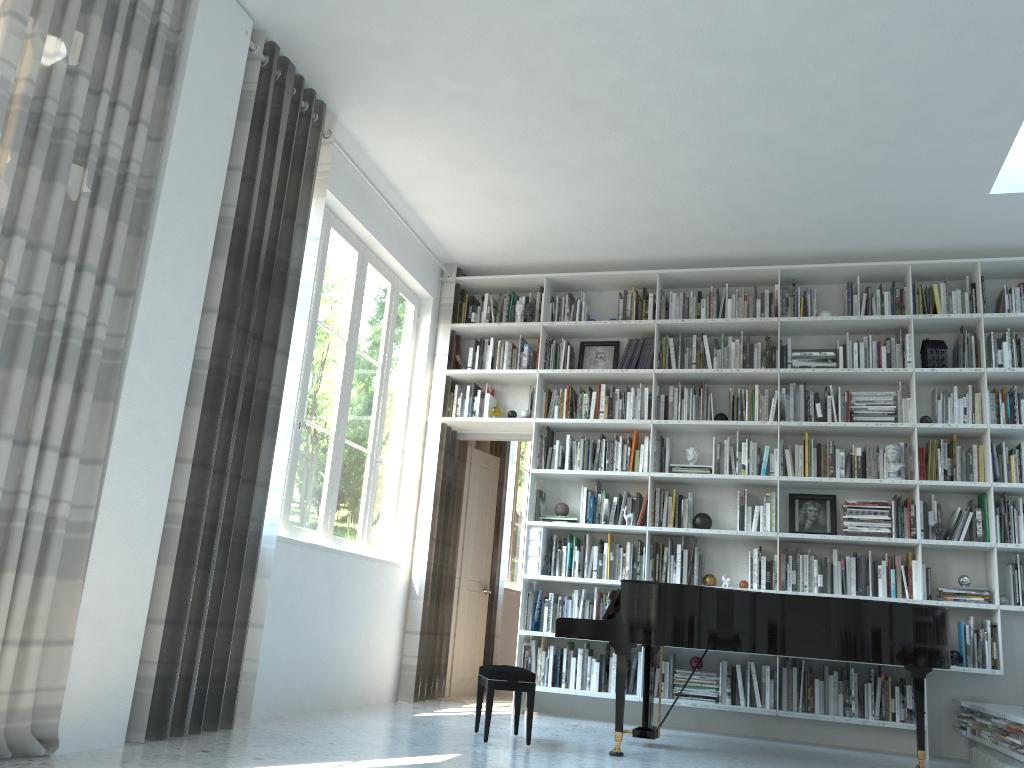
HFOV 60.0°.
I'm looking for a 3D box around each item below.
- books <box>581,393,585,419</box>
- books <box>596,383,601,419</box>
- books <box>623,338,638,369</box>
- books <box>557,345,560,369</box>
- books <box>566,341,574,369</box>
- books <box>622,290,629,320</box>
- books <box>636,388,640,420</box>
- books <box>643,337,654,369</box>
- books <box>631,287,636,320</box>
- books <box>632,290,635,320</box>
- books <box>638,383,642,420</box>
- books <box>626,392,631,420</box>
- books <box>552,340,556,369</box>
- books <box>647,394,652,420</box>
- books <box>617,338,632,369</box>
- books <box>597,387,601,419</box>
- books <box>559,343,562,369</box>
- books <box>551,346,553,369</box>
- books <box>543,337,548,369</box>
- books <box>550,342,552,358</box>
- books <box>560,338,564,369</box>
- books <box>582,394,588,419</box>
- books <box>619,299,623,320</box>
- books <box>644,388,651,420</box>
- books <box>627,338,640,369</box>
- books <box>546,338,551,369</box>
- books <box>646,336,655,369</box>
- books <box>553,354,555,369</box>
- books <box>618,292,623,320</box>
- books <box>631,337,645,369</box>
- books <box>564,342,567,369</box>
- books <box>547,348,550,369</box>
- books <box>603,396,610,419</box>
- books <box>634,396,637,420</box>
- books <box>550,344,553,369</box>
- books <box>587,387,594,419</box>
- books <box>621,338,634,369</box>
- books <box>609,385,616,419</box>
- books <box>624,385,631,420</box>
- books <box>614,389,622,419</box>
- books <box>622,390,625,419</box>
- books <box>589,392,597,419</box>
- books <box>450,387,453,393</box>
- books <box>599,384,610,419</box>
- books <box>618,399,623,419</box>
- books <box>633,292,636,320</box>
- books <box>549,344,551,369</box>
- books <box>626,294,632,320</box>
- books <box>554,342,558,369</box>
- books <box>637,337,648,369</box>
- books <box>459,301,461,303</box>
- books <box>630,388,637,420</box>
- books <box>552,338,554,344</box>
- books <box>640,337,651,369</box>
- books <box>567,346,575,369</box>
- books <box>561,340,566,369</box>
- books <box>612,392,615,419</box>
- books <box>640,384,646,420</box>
[{"bbox_3d":[0.533,0.195,6.500,0.011,0.228,0.171,0,-16,17],"label":"books"},{"bbox_3d":[0.638,0.161,6.485,0.014,0.303,0.152,0,-15,17],"label":"books"},{"bbox_3d":[0.874,-0.180,6.502,0.110,0.279,0.174,0,-16,17],"label":"books"},{"bbox_3d":[0.363,-0.157,6.635,0.018,0.218,0.187,0,-16,17],"label":"books"},{"bbox_3d":[0.429,-0.172,6.628,0.012,0.254,0.167,0,-16,17],"label":"books"},{"bbox_3d":[0.854,-0.535,6.610,0.024,0.279,0.188,0,-16,17],"label":"books"},{"bbox_3d":[0.921,0.181,6.401,0.024,0.265,0.155,0,-15,17],"label":"books"},{"bbox_3d":[1.006,-0.180,6.483,0.078,0.285,0.174,0,-15,17],"label":"books"},{"bbox_3d":[0.907,-0.548,6.625,0.014,0.320,0.137,0,-15,17],"label":"books"},{"bbox_3d":[0.915,-0.534,6.603,0.013,0.282,0.167,0,-15,17],"label":"books"},{"bbox_3d":[0.931,0.161,6.373,0.012,0.290,0.183,0,-15,17],"label":"books"},{"bbox_3d":[0.853,0.192,6.395,0.030,0.230,0.173,0,-16,17],"label":"books"},{"bbox_3d":[0.329,-0.175,6.658,0.009,0.259,0.184,0,-16,17],"label":"books"},{"bbox_3d":[1.002,0.199,6.324,0.039,0.201,0.236,0,-16,17],"label":"books"},{"bbox_3d":[0.833,-0.178,6.523,0.110,0.279,0.174,0,-16,17],"label":"books"},{"bbox_3d":[0.649,0.172,6.459,0.023,0.270,0.187,0,-16,17],"label":"books"},{"bbox_3d":[0.378,-0.166,6.645,0.019,0.243,0.154,0,-15,17],"label":"books"},{"bbox_3d":[0.317,-0.156,6.642,0.004,0.213,0.187,0,-16,17],"label":"books"},{"bbox_3d":[0.266,-0.192,6.677,0.005,0.292,0.184,0,-15,17],"label":"books"},{"bbox_3d":[0.308,-0.180,6.676,0.005,0.276,0.147,0,-15,17],"label":"books"},{"bbox_3d":[0.390,-0.184,6.645,0.005,0.280,0.191,0,-16,17],"label":"books"},{"bbox_3d":[0.551,0.199,6.487,0.031,0.216,0.173,0,-16,17],"label":"books"},{"bbox_3d":[0.827,-0.505,6.614,0.028,0.217,0.153,0,-16,17],"label":"books"},{"bbox_3d":[0.976,0.177,6.365,0.035,0.263,0.178,0,-16,17],"label":"books"},{"bbox_3d":[0.901,-0.175,6.512,0.110,0.279,0.174,0,-16,17],"label":"books"},{"bbox_3d":[0.282,-0.185,6.682,0.006,0.286,0.148,0,-15,17],"label":"books"},{"bbox_3d":[1.024,-0.184,6.464,0.078,0.285,0.174,0,-15,17],"label":"books"},{"bbox_3d":[0.340,-0.167,6.663,0.010,0.248,0.166,0,-16,17],"label":"books"},{"bbox_3d":[0.814,-0.530,6.639,0.013,0.277,0.151,0,-15,17],"label":"books"},{"bbox_3d":[0.924,-0.183,6.486,0.097,0.281,0.174,0,-16,17],"label":"books"},{"bbox_3d":[0.419,-0.169,6.632,0.011,0.249,0.168,0,-16,17],"label":"books"},{"bbox_3d":[0.291,-0.145,6.672,0.015,0.206,0.173,0,-16,17],"label":"books"},{"bbox_3d":[0.697,0.206,6.425,0.029,0.195,0.192,0,-16,17],"label":"books"},{"bbox_3d":[0.898,0.207,6.391,0.013,0.205,0.173,0,-16,17],"label":"books"},{"bbox_3d":[0.314,-0.160,6.655,0.009,0.228,0.185,0,-16,17],"label":"books"},{"bbox_3d":[0.576,0.174,6.492,0.014,0.272,0.181,0,-16,17],"label":"books"},{"bbox_3d":[0.858,-0.175,6.525,0.110,0.279,0.174,0,-16,17],"label":"books"},{"bbox_3d":[0.734,0.170,6.454,0.025,0.285,0.161,0,-15,17],"label":"books"},{"bbox_3d":[0.836,0.169,6.411,0.012,0.280,0.188,0,-16,17],"label":"books"},{"bbox_3d":[0.772,0.183,6.442,0.029,0.260,0.158,0,-15,17],"label":"books"},{"bbox_3d":[0.818,0.184,6.432,0.035,0.260,0.131,0,-15,17],"label":"books"},{"bbox_3d":[0.605,0.192,6.483,0.047,0.237,0.163,0,-16,17],"label":"books"},{"bbox_3d":[-0.465,0.168,6.785,0.011,0.271,0.189,0,-16,17],"label":"books"},{"bbox_3d":[0.674,0.163,6.448,0.030,0.285,0.185,0,-16,17],"label":"books"},{"bbox_3d":[0.793,0.218,6.424,0.022,0.185,0.137,0,-16,17],"label":"books"},{"bbox_3d":[0.921,-0.528,6.586,0.010,0.262,0.157,0,-15,17],"label":"books"},{"bbox_3d":[0.301,-0.161,6.674,0.005,0.237,0.154,0,-16,17],"label":"books"},{"bbox_3d":[0.877,-0.521,6.598,0.028,0.248,0.156,0,-15,17],"label":"books"},{"bbox_3d":[0.341,-0.171,6.640,0.004,0.245,0.189,0,-16,17],"label":"books"},{"bbox_3d":[0.962,-0.180,6.496,0.078,0.285,0.174,0,-15,17],"label":"books"},{"bbox_3d":[-0.404,-0.514,6.995,0.011,0.241,0.151,0,-15,17],"label":"books"},{"bbox_3d":[0.879,0.176,6.391,0.022,0.262,0.175,0,-16,17],"label":"books"},{"bbox_3d":[0.314,-0.185,6.679,0.006,0.288,0.144,0,-15,17],"label":"books"},{"bbox_3d":[0.985,-0.179,6.493,0.078,0.285,0.174,0,-15,17],"label":"books"},{"bbox_3d":[0.437,-0.154,6.612,0.012,0.213,0.186,0,-16,17],"label":"books"},{"bbox_3d":[0.400,-0.176,6.629,0.023,0.257,0.184,0,-16,17],"label":"books"},{"bbox_3d":[0.748,0.192,6.431,0.013,0.231,0.172,0,-16,17],"label":"books"},{"bbox_3d":[0.951,0.165,6.379,0.022,0.288,0.170,0,-15,17],"label":"books"}]
